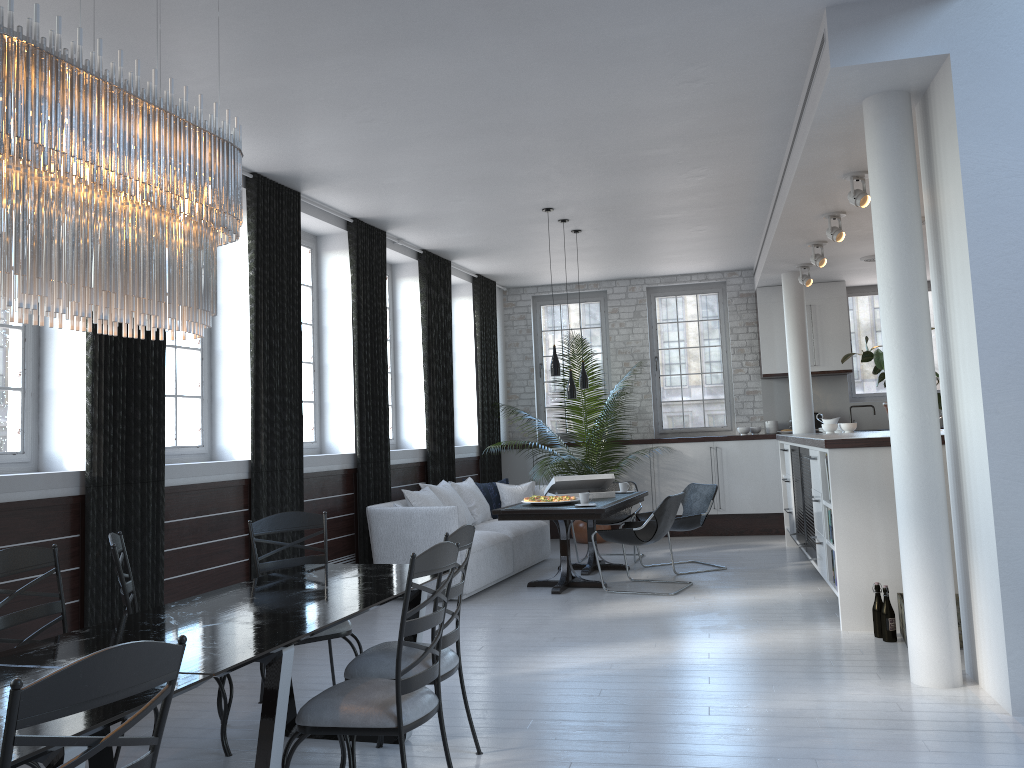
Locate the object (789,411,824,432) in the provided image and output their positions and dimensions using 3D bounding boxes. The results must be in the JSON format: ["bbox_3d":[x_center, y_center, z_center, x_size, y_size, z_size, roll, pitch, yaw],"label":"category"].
[{"bbox_3d":[3.604,0.448,10.843,0.414,0.292,0.277,-3,-5,12],"label":"object"}]

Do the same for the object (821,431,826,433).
[{"bbox_3d":[3.392,0.504,9.396,0.261,0.028,0.261,-2,-3,1],"label":"object"}]

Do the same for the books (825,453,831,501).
[{"bbox_3d":[2.259,0.637,6.047,0.186,0.329,0.322,-4,-5,12],"label":"books"}]

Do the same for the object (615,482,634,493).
[{"bbox_3d":[1.099,1.023,8.731,0.204,0.099,0.175,-4,-4,17],"label":"object"}]

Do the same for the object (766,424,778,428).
[{"bbox_3d":[3.232,0.527,11.018,0.153,0.063,0.153,-6,-5,42],"label":"object"}]

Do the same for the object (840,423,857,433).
[{"bbox_3d":[3.294,0.430,8.666,0.156,0.093,0.156,-4,-4,27],"label":"object"}]

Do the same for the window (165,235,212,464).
[{"bbox_3d":[-2.393,-0.449,6.077,0.133,1.998,1.030,-4,-5,18],"label":"window"}]

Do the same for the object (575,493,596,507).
[{"bbox_3d":[0.610,0.966,7.399,0.176,0.097,0.300,-3,-4,2],"label":"object"}]

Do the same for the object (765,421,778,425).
[{"bbox_3d":[3.230,0.495,11.024,0.153,0.075,0.153,-1,-4,-20],"label":"object"}]

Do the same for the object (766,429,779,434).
[{"bbox_3d":[3.238,0.593,11.014,0.153,0.056,0.153,0,-4,-35],"label":"object"}]

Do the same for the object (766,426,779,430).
[{"bbox_3d":[3.234,0.557,11.016,0.153,0.074,0.152,-3,-4,15],"label":"object"}]

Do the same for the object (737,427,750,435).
[{"bbox_3d":[2.850,0.582,10.886,0.156,0.093,0.156,-3,-4,11],"label":"object"}]

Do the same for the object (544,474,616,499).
[{"bbox_3d":[0.637,0.966,8.428,0.591,0.216,0.585,-2,-4,-8],"label":"object"}]

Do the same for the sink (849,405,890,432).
[{"bbox_3d":[3.837,0.471,9.208,0.648,0.521,0.545,-3,-5,12],"label":"sink"}]

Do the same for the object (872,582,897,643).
[{"bbox_3d":[2.419,1.356,5.242,0.555,0.325,0.288,-6,-6,39],"label":"object"}]

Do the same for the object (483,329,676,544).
[{"bbox_3d":[0.684,0.632,10.741,2.400,2.632,1.916,0,-6,-30],"label":"object"}]

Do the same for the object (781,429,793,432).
[{"bbox_3d":[3.320,0.567,10.669,0.136,0.044,0.138,-1,-4,-26],"label":"object"}]

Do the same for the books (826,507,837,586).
[{"bbox_3d":[2.379,0.946,5.883,0.492,0.801,0.539,-3,-5,12],"label":"books"}]

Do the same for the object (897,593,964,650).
[{"bbox_3d":[2.539,1.386,5.211,0.455,0.249,0.389,-4,-4,18],"label":"object"}]

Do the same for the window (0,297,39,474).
[{"bbox_3d":[-2.881,-0.515,4.617,0.133,1.998,1.030,-4,-5,18],"label":"window"}]

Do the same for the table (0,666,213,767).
[{"bbox_3d":[-1.511,1.114,1.537,0.890,0.699,1.991,-4,-4,17],"label":"table"}]

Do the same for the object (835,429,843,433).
[{"bbox_3d":[3.383,0.480,9.085,0.235,0.041,0.235,-3,-3,8],"label":"object"}]

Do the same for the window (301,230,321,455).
[{"bbox_3d":[-1.905,-0.384,7.535,0.133,1.998,1.030,-4,-5,18],"label":"window"}]

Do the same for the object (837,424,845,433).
[{"bbox_3d":[3.333,0.438,8.837,0.156,0.093,0.156,-2,-4,-2],"label":"object"}]

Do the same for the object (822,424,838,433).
[{"bbox_3d":[3.152,0.442,8.773,0.156,0.093,0.156,-3,-4,13],"label":"object"}]

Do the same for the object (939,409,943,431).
[{"bbox_3d":[3.526,0.279,7.333,0.082,0.224,0.082,-3,-5,4],"label":"object"}]

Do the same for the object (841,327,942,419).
[{"bbox_3d":[2.667,-0.095,6.136,0.437,0.894,0.772,-1,-5,-20],"label":"object"}]

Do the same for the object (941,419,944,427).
[{"bbox_3d":[5.098,0.459,10.417,0.094,0.098,0.093,-2,-5,-5],"label":"object"}]

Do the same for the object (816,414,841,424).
[{"bbox_3d":[3.368,0.397,9.423,0.268,0.174,0.130,-6,-6,42],"label":"object"}]

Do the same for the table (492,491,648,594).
[{"bbox_3d":[0.611,1.408,8.074,0.958,0.705,1.913,-4,-4,19],"label":"table"}]

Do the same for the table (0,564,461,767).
[{"bbox_3d":[-0.919,1.202,3.442,0.890,0.699,1.991,-4,-4,17],"label":"table"}]

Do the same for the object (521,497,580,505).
[{"bbox_3d":[0.348,1.027,7.703,0.532,0.042,0.531,-3,-3,9],"label":"object"}]

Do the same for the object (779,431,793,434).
[{"bbox_3d":[3.326,0.582,10.663,0.261,0.028,0.261,-2,-3,0],"label":"object"}]

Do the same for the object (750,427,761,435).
[{"bbox_3d":[3.006,0.579,10.947,0.157,0.093,0.156,-2,-4,-7],"label":"object"}]

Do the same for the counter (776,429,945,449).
[{"bbox_3d":[3.157,0.447,7.556,1.446,0.061,4.189,-3,-3,12],"label":"counter"}]
